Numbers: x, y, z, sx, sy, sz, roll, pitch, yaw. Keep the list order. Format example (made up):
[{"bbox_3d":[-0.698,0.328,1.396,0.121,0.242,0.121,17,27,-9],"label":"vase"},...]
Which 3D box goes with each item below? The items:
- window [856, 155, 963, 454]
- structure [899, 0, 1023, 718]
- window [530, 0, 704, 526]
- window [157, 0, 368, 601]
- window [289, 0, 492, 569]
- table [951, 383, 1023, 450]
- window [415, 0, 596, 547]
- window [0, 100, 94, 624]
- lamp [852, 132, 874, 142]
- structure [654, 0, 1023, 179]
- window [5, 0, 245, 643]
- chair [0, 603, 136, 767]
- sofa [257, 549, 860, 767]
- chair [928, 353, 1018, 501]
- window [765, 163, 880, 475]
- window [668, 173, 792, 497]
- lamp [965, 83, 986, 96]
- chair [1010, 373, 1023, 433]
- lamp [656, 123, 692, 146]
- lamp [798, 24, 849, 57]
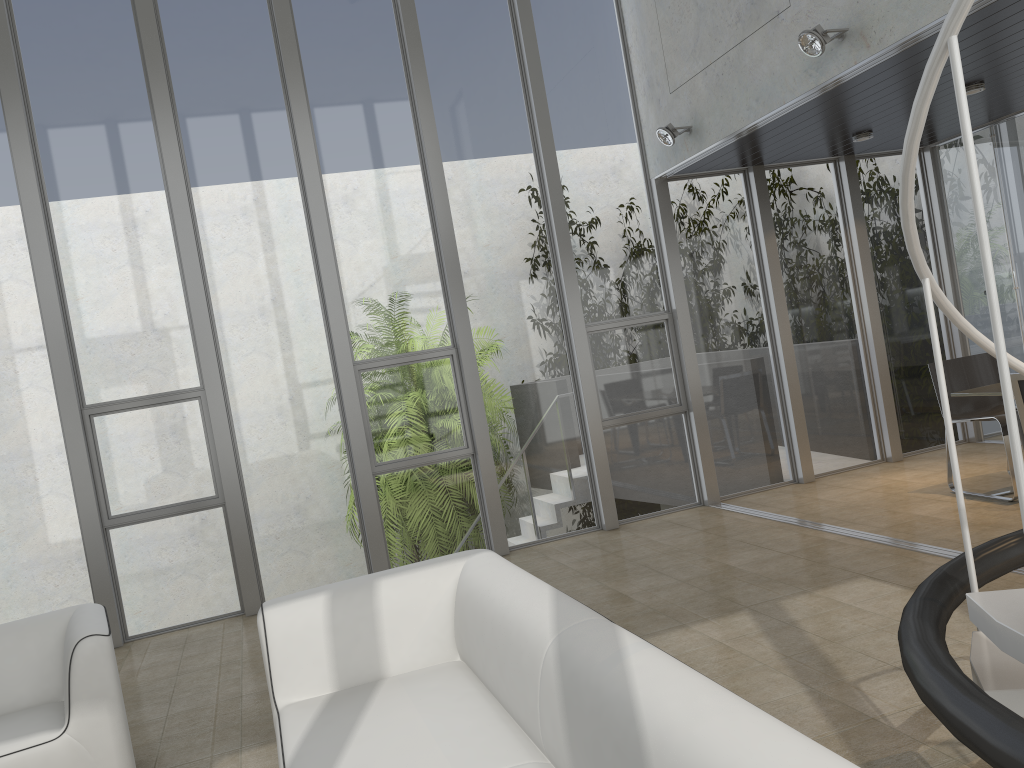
[{"bbox_3d":[3.543,-0.728,7.957,0.741,2.645,0.010,-10,2,-17],"label":"window"},{"bbox_3d":[2.724,0.432,4.056,4.916,6.900,6.700,-10,2,-17],"label":"structure"},{"bbox_3d":[0.711,-1.742,7.112,0.800,5.700,0.050,-10,2,-17],"label":"window"},{"bbox_3d":[-1.876,-1.277,6.335,0.741,5.650,0.010,-10,2,-17],"label":"window"},{"bbox_3d":[-1.011,-1.433,6.584,0.800,5.700,0.050,-10,2,-17],"label":"window"},{"bbox_3d":[3.693,0.321,4.894,0.900,0.733,2.250,-10,2,-17],"label":"table"},{"bbox_3d":[-0.154,-1.587,6.862,0.741,5.650,0.010,-10,2,-17],"label":"window"},{"bbox_3d":[-3.598,-0.968,5.808,0.741,5.650,0.010,-10,2,-17],"label":"window"},{"bbox_3d":[2.700,-1.900,6.823,0.149,0.038,0.149,-10,2,-2],"label":"lamp"},{"bbox_3d":[-0.715,-1.893,4.599,10.665,6.605,9.817,-10,2,-18],"label":"structure"},{"bbox_3d":[-2.733,-1.123,6.057,0.800,5.700,0.050,-10,2,-17],"label":"window"},{"bbox_3d":[-1.977,1.309,3.468,0.829,0.635,0.720,-11,2,-27],"label":"chair"},{"bbox_3d":[-0.111,1.019,2.318,0.971,0.638,2.601,-10,2,-17],"label":"sofa"},{"bbox_3d":[3.330,0.263,6.021,0.546,0.922,0.660,-10,2,-12],"label":"chair"},{"bbox_3d":[2.682,-0.574,7.694,0.741,2.645,0.010,-10,2,-17],"label":"window"},{"bbox_3d":[1.821,-0.419,7.430,0.741,2.645,0.010,-10,2,-17],"label":"window"},{"bbox_3d":[3.010,-1.925,5.798,0.149,0.038,0.149,-10,2,-2],"label":"lamp"},{"bbox_3d":[3.138,0.332,4.709,0.660,0.922,0.546,-11,2,-32],"label":"chair"},{"bbox_3d":[1.172,-1.814,6.462,0.228,0.154,0.197,-10,2,-17],"label":"lamp"},{"bbox_3d":[1.685,-1.857,4.809,0.254,0.154,0.197,-10,2,-17],"label":"lamp"}]
